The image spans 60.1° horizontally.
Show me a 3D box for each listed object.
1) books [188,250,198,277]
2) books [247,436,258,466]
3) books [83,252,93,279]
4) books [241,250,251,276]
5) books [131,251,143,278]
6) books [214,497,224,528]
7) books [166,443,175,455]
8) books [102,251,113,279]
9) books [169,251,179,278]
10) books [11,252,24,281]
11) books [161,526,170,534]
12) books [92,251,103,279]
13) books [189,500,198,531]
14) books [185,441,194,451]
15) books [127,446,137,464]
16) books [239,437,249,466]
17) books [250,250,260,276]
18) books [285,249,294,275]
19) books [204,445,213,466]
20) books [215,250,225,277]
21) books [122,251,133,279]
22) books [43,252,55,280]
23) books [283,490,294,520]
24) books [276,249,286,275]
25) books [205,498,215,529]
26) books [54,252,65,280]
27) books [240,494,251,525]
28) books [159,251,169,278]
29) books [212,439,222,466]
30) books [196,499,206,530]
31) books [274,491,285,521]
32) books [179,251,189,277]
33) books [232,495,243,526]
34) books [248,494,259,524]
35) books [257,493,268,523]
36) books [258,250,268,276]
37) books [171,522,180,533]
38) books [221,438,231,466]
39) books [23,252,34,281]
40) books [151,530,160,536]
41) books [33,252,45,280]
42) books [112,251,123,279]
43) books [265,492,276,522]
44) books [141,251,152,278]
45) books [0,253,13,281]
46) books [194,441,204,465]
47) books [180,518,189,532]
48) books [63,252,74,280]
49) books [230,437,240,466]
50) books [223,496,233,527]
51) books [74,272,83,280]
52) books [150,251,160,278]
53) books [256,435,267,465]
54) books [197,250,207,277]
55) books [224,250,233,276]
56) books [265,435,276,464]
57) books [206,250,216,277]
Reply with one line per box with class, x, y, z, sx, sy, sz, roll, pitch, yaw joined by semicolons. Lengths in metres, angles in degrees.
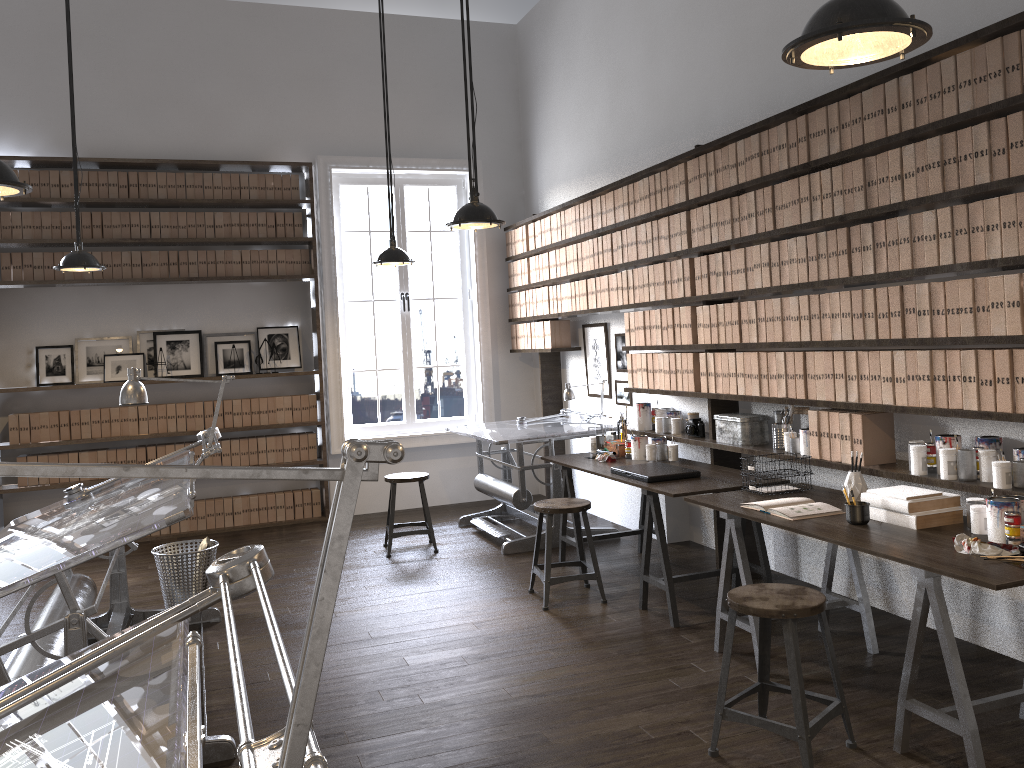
books;-2.605;-0.969;7.234;0.067;0.225;0.174;-3;1;-20
books;-2.158;0.554;7.364;0.067;0.225;0.174;-3;1;-20
books;-3.334;-0.920;6.970;0.067;0.225;0.174;-3;1;-20
books;-2.219;-0.995;7.374;0.067;0.226;0.174;-3;1;-20
books;-3.000;-0.942;7.088;0.067;0.225;0.174;-3;1;-20
books;-2.401;1.054;7.264;0.067;0.225;0.174;-3;1;-20
books;-2.751;0.595;7.142;0.067;0.225;0.174;-3;1;-20
books;-3.201;-0.929;7.021;0.067;0.225;0.174;-3;1;-20
books;-2.742;-0.960;7.183;0.067;0.226;0.174;-3;1;-20
books;-3.789;-0.889;6.803;0.067;0.226;0.174;-3;1;-20
books;-2.791;1.080;7.120;0.067;0.225;0.174;-3;1;-20
books;-3.265;-0.925;6.993;0.067;0.226;0.174;-3;1;-20
books;-2.595;1.067;7.193;0.067;0.225;0.174;-3;1;-20
books;-2.620;0.586;7.197;0.067;0.225;0.174;-3;1;-20
books;-3.020;0.613;7.046;0.067;0.225;0.174;-3;1;-20
books;-2.224;0.559;7.341;0.067;0.225;0.174;-3;1;-20
books;-2.154;-1.000;7.401;0.067;0.225;0.174;-3;1;-20
books;-1.891;-1.017;7.491;0.067;0.226;0.174;-3;1;-20
books;-2.484;0.576;7.244;0.067;0.225;0.174;-3;1;-20
books;-2.408;-0.982;7.304;0.067;0.226;0.174;-3;1;-20
books;-3.069;-0.938;7.067;0.067;0.225;0.174;-3;1;-20
books;-3.587;-0.903;6.882;0.067;0.225;0.174;-3;1;-20
books;-1.883;1.019;7.454;0.067;0.225;0.174;-3;1;-20
books;-1.953;-1.013;7.469;0.067;0.225;0.174;-3;1;-20
books;-2.467;1.058;7.242;0.067;0.225;0.174;-3;1;-20
books;-3.520;-0.908;6.906;0.067;0.225;0.174;-3;1;-20
books;-2.208;1.041;7.333;0.067;0.225;0.174;-3;1;-20
books;-2.813;-0.955;7.163;0.067;0.225;0.174;-3;1;-20
books;-2.423;0.573;7.261;0.067;0.226;0.174;-3;1;-20
books;-2.530;1.063;7.211;0.067;0.226;0.174;-3;1;-20
books;-1.948;1.024;7.425;0.067;0.225;0.174;-3;1;-20
books;-2.673;-0.965;7.214;0.067;0.225;0.174;-3;1;-20
books;-2.266;1.045;7.310;0.067;0.225;0.174;-3;1;-20
books;-2.144;1.037;7.352;0.067;0.226;0.174;-3;1;-20
books;-2.082;1.032;7.380;0.067;0.225;0.174;-3;1;-20
books;-2.089;-1.004;7.427;0.067;0.225;0.174;-3;1;-20
books;-2.721;1.076;7.143;0.067;0.226;0.174;-3;1;-20
books;-2.355;0.568;7.286;0.067;0.225;0.174;-3;1;-20
books;-3.720;-0.894;6.834;0.067;0.225;0.174;-3;1;-20
books;-2.858;1.085;7.092;0.067;0.225;0.174;-3;1;-20
books;-3.652;-0.898;6.854;0.067;0.225;0.174;-3;1;-20
books;-3.136;-0.934;7.047;0.067;0.225;0.174;-3;1;-20
books;-2.016;1.028;7.405;0.067;0.225;0.174;-3;1;-20
books;-2.932;-0.947;7.113;0.067;0.226;0.174;-3;1;-20
books;-3.860;-0.885;6.783;0.067;0.225;0.174;-3;1;-20
books;-2.554;0.581;7.219;0.067;0.225;0.174;-3;1;-20
books;-2.653;1.071;7.170;0.067;0.225;0.174;-3;1;-20
books;-3.455;-0.912;6.923;0.067;0.226;0.174;-3;1;-20
books;-2.288;0.563;7.314;0.067;0.225;0.174;-3;1;-20
books;-2.334;1.050;7.284;0.067;0.226;0.174;-3;1;-20
books;-3.394;-0.916;6.950;0.067;0.225;0.174;-3;1;-20
books;-2.874;-0.951;7.139;0.067;0.225;0.174;-3;1;-20
books;-2.090;0.550;7.384;0.067;0.226;0.174;-3;1;-20
books;-2.540;-0.974;7.262;0.067;0.225;0.174;-3;1;-20
books;-2.347;-0.987;7.331;0.067;0.225;0.174;-3;1;-20
books;-2.023;0.546;7.410;0.067;0.225;0.174;-3;1;-20
books;-2.473;-0.978;7.286;0.067;0.225;0.174;-3;1;-20
